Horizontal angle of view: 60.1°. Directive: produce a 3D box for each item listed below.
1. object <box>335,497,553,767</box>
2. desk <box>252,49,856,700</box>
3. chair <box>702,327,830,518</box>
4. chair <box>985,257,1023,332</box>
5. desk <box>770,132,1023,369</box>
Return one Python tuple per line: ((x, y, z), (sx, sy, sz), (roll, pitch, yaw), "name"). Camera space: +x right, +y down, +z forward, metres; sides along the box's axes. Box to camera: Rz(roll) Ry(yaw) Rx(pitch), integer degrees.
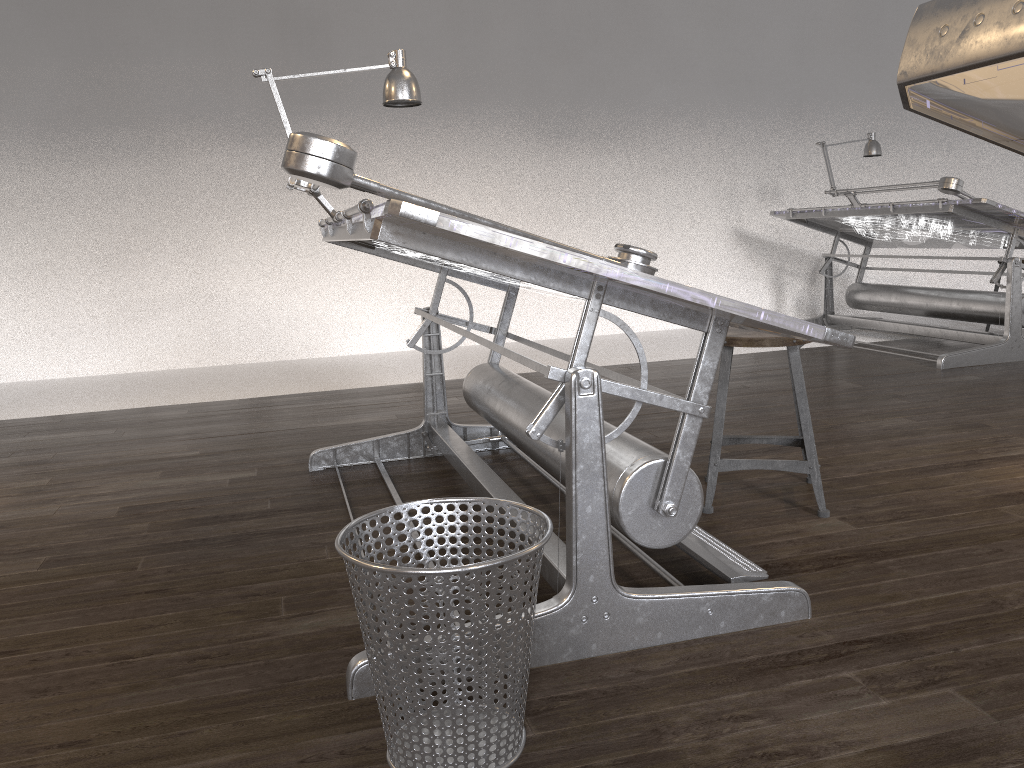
((-0.101, 0.422, 1.469), (0.353, 0.375, 0.355), (-2, 8, 7), "object")
((-0.132, -0.264, 2.520), (1.077, 1.377, 2.081), (-5, 9, -15), "desk")
((0.763, 0.100, 2.715), (0.358, 0.524, 0.374), (-1, 8, 13), "chair")
((3.416, -0.573, 5.915), (0.373, 0.524, 0.359), (-8, 10, -36), "chair")
((2.512, -0.934, 5.700), (1.077, 1.377, 2.081), (-5, 9, -15), "desk")
